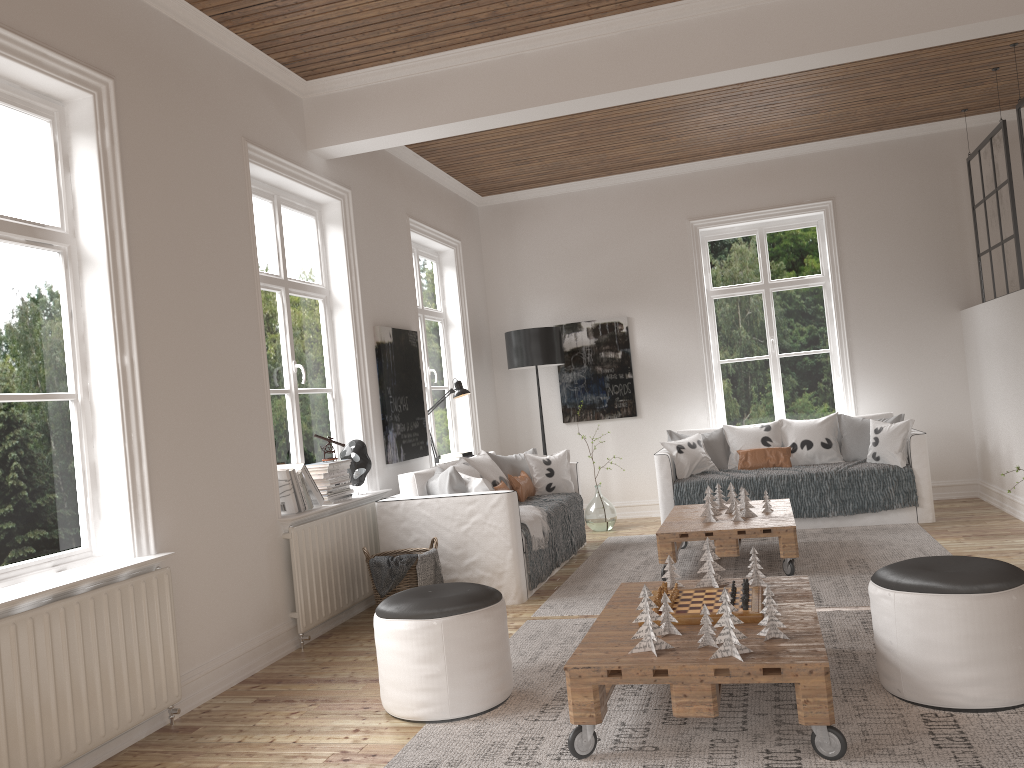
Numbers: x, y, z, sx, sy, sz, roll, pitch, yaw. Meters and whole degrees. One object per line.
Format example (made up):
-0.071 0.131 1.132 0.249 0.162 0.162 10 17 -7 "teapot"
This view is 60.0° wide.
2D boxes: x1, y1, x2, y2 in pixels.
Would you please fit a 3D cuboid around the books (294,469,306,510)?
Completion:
-1.192 0.566 4.694 0.152 0.232 0.104 -6 -1 16 "books"

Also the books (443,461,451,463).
-0.442 0.629 7.255 0.191 0.023 0.242 -6 -1 14 "books"

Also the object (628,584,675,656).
0.433 0.743 2.824 0.109 0.213 0.108 -7 -2 40 "object"

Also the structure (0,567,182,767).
-1.514 1.137 2.948 0.095 0.829 1.223 -6 -1 16 "structure"

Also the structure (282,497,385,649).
-0.927 1.130 5.040 0.095 0.829 1.223 -6 -1 16 "structure"

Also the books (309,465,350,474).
-1.077 0.496 5.125 0.174 0.021 0.273 -6 -1 16 "books"

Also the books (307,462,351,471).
-1.079 0.477 5.124 0.182 0.016 0.288 -6 -1 16 "books"

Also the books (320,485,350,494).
-1.084 0.614 5.120 0.182 0.016 0.288 -6 -1 16 "books"

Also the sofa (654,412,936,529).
2.158 0.691 6.968 1.960 0.776 0.866 -6 -1 16 "sofa"

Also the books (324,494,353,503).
-1.054 0.662 5.113 0.159 0.012 0.285 -6 -1 16 "books"

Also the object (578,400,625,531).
0.770 0.682 7.597 0.275 1.117 0.515 -6 -2 32 "object"

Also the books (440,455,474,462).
-0.450 0.607 7.266 0.212 0.023 0.258 -6 -1 16 "books"

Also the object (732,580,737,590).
0.850 0.770 3.394 0.017 0.037 0.017 -7 -2 35 "object"

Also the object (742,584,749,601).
0.845 0.756 3.215 0.025 0.058 0.025 -5 -2 -29 "object"

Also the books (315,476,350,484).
-1.071 0.558 5.136 0.167 0.017 0.263 -6 -1 16 "books"

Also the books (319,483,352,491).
-1.056 0.596 5.136 0.161 0.013 0.256 -6 -1 16 "books"

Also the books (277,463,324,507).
-1.159 0.555 4.827 0.176 0.255 0.226 -6 -1 16 "books"

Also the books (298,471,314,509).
-1.171 0.576 4.759 0.161 0.213 0.118 -6 -1 16 "books"

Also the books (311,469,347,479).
-1.096 0.521 5.109 0.180 0.028 0.296 -6 -1 16 "books"

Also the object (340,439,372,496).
-0.960 0.510 5.428 0.171 0.340 0.177 -5 -2 -38 "object"

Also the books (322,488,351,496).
-1.063 0.626 5.132 0.161 0.013 0.254 -6 -1 16 "books"

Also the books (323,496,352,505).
-1.053 0.676 5.129 0.161 0.012 0.254 -6 -1 16 "books"

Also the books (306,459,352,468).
-1.072 0.461 5.116 0.182 0.016 0.288 -6 -1 16 "books"

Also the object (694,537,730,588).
0.817 0.729 3.649 0.118 0.204 0.111 -7 -2 39 "object"

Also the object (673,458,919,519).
2.134 0.796 6.822 1.704 0.390 0.656 -6 -1 16 "object"

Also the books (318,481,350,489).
-1.071 0.585 5.118 0.159 0.012 0.285 -6 -1 16 "books"

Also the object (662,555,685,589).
0.661 0.780 3.701 0.079 0.137 0.075 -5 -2 -26 "object"

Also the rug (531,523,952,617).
1.513 1.110 5.566 2.254 0.003 2.474 -6 -1 16 "rug"

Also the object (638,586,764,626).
0.707 0.819 3.276 0.429 0.036 0.429 -6 -1 16 "object"

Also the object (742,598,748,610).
0.811 0.765 3.086 0.019 0.040 0.019 -6 -1 12 "object"

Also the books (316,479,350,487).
-1.063 0.572 5.127 0.161 0.012 0.254 -6 -1 16 "books"

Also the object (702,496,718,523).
1.198 0.754 5.378 0.093 0.161 0.088 -6 -1 25 "object"

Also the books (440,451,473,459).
-0.452 0.582 7.257 0.190 0.028 0.239 -6 -1 18 "books"

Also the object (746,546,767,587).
0.981 0.733 3.576 0.082 0.160 0.082 -6 -1 5 "object"

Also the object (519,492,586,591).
0.044 1.023 6.013 0.651 0.423 1.680 -6 -1 16 "object"

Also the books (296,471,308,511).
-1.187 0.573 4.723 0.161 0.218 0.101 -6 -1 16 "books"

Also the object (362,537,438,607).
-0.597 1.086 4.887 0.393 0.432 0.393 -7 -2 37 "object"

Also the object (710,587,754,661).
0.655 0.720 2.692 0.107 0.208 0.106 -6 -2 31 "object"

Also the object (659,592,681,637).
0.523 0.774 3.000 0.082 0.141 0.077 -6 -1 -3 "object"

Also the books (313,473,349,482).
-1.088 0.543 5.132 0.182 0.016 0.288 -6 -1 16 "books"

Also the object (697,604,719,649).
0.619 0.765 2.821 0.076 0.132 0.072 -6 -1 16 "object"

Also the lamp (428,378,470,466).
-0.499 0.315 6.803 0.439 0.703 0.196 -6 -1 16 "lamp"

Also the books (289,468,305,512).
-1.198 0.564 4.663 0.172 0.235 0.112 -6 -1 16 "books"

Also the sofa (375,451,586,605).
-0.122 0.893 6.050 0.866 0.776 1.960 -6 -1 16 "sofa"

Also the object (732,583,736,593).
0.837 0.771 3.350 0.017 0.037 0.017 -7 -2 35 "object"

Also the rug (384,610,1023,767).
0.825 1.119 3.111 2.254 0.003 2.474 -6 -1 16 "rug"

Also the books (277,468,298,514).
-1.221 0.563 4.624 0.172 0.239 0.093 -6 -1 16 "books"

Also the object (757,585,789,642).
0.828 0.728 2.842 0.085 0.166 0.085 -6 -1 1 "object"

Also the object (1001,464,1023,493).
2.600 0.423 4.247 0.515 1.117 0.275 -5 -1 -18 "object"

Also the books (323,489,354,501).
-1.065 0.644 5.119 0.176 0.025 0.331 -6 -1 16 "books"

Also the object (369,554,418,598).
-0.606 1.081 4.815 0.303 0.332 0.367 -6 -1 6 "object"

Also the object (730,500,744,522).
1.343 0.757 5.314 0.068 0.124 0.072 -6 -1 0 "object"

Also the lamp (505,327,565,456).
0.269 0.404 7.736 0.499 1.754 0.499 -6 -1 13 "lamp"

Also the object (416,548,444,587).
-0.563 1.094 4.856 0.349 0.356 0.290 -7 -2 45 "object"

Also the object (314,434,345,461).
-1.055 0.361 5.149 0.177 0.161 0.092 -5 -1 -17 "object"

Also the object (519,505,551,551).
-0.098 0.891 5.595 0.729 0.255 0.588 -6 -1 19 "object"
